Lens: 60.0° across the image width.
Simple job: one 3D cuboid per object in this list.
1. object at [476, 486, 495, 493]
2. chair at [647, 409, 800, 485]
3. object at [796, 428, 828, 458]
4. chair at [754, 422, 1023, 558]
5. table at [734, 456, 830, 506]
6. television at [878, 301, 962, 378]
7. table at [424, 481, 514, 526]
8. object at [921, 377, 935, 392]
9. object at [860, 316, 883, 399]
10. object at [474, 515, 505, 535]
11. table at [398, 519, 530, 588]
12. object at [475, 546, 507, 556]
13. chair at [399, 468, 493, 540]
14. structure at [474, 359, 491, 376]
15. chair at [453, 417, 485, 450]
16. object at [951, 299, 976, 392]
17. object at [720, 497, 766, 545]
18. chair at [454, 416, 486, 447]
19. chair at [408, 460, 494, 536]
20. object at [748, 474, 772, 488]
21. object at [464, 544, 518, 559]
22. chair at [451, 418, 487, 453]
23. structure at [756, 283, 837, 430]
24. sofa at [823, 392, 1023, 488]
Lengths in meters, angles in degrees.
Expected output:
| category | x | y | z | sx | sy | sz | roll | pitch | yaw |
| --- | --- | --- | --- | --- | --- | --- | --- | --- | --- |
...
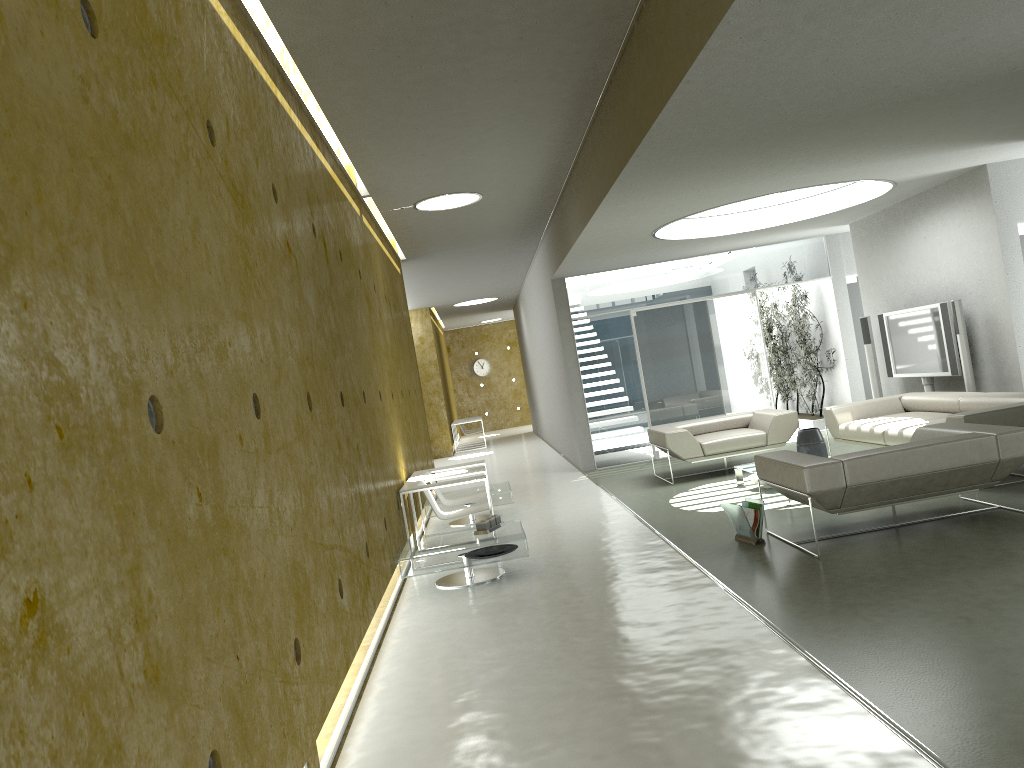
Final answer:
| category | x | y | z | sx | sy | sz | roll | pitch | yaw |
| --- | --- | --- | --- | --- | --- | --- | --- | --- | --- |
| object | -0.279 | 1.113 | 9.311 | 0.197 | 0.029 | 0.189 | -9 | 0 | -2 |
| chair | 2.401 | 0.689 | 10.099 | 1.481 | 0.583 | 1.039 | -9 | 0 | -2 |
| object | 2.757 | 0.569 | 8.176 | 0.265 | 0.309 | 0.265 | -9 | 0 | -19 |
| chair | 2.550 | 0.672 | 6.003 | 1.481 | 0.583 | 1.039 | -9 | 0 | -2 |
| table | 2.639 | 0.848 | 8.085 | 0.790 | 0.200 | 1.500 | -9 | 0 | -2 |
| television | 4.577 | -0.470 | 9.938 | 0.127 | 0.781 | 1.603 | -9 | 0 | -2 |
| table | -0.438 | 1.306 | 9.435 | 0.900 | 0.300 | 0.900 | -9 | 0 | -2 |
| object | 4.643 | 0.263 | 9.937 | 0.323 | 0.689 | 0.882 | -9 | 0 | -2 |
| object | 4.534 | -0.117 | 11.083 | 0.310 | 1.469 | 0.310 | -9 | 0 | 25 |
| object | -0.177 | 1.066 | 6.768 | 0.118 | 0.097 | 0.326 | -9 | 0 | 23 |
| table | -0.334 | 1.294 | 6.588 | 0.900 | 0.300 | 0.900 | -9 | 0 | -2 |
| object | -0.149 | 1.216 | 6.410 | 0.239 | 0.027 | 0.239 | -9 | 0 | 15 |
| chair | -0.520 | 1.137 | 7.575 | 0.710 | 0.667 | 0.800 | -9 | 0 | -2 |
| structure | -0.906 | -0.505 | 27.279 | 0.547 | 0.539 | 0.016 | -9 | 0 | -2 |
| chair | -1.030 | 1.195 | 21.536 | 0.710 | 0.667 | 0.800 | -9 | 0 | -2 |
| object | 4.550 | -0.115 | 8.843 | 0.310 | 1.469 | 0.310 | -9 | 0 | -25 |
| object | 1.645 | 0.971 | 6.271 | 0.216 | 0.288 | 0.329 | -9 | 0 | -12 |
| chair | -1.061 | 1.199 | 22.392 | 0.710 | 0.667 | 0.800 | -9 | 0 | -2 |
| chair | -0.552 | 1.140 | 8.431 | 0.710 | 0.667 | 0.800 | -9 | 0 | -2 |
| object | 2.448 | 0.917 | 8.413 | 0.387 | 0.124 | 0.387 | -9 | 0 | -30 |
| object | -0.148 | 1.219 | 6.410 | 0.394 | 0.027 | 0.394 | -9 | 0 | -19 |
| chair | -0.999 | 1.192 | 20.681 | 0.710 | 0.667 | 0.800 | -9 | 0 | -2 |
| structure | 4.244 | -0.641 | 14.166 | 0.646 | 2.589 | 3.371 | -9 | 0 | -3 |
| sofa | 3.907 | 0.440 | 8.129 | 1.037 | 0.585 | 2.791 | -9 | 0 | -2 |
